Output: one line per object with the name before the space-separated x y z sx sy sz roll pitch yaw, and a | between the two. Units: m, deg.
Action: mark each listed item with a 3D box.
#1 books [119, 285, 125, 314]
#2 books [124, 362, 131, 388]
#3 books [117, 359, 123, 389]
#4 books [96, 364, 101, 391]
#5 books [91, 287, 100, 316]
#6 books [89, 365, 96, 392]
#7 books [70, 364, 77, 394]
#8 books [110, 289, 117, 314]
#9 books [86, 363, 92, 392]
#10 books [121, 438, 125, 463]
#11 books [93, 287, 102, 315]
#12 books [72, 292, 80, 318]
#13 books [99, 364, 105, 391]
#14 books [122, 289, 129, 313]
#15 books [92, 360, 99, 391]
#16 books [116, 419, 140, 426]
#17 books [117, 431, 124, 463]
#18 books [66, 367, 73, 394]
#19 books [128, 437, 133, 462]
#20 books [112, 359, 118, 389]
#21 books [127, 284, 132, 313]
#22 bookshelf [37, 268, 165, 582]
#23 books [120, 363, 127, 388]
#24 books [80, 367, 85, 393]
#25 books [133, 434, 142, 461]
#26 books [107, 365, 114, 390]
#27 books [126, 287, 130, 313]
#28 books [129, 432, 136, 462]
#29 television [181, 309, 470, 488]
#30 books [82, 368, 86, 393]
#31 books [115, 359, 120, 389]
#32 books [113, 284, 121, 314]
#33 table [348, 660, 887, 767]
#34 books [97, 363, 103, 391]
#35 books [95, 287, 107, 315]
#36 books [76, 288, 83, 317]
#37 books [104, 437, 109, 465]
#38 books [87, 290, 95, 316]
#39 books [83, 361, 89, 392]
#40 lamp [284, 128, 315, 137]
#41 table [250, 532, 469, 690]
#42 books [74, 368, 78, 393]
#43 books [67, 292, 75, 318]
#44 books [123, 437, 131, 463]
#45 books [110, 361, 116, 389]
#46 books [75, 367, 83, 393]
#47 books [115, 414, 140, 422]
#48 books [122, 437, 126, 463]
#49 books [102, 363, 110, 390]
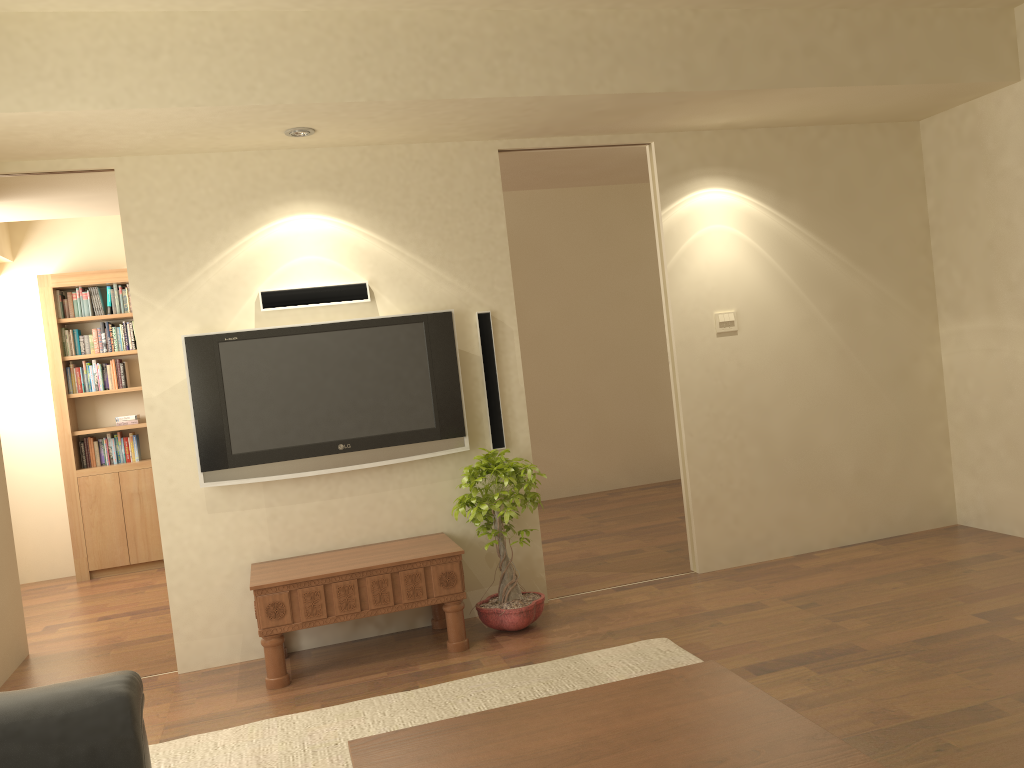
books | -3.196 -0.684 7.287 0.017 0.235 0.157 -7 2 -15
books | -3.174 -0.075 7.314 0.011 0.215 0.127 -7 2 -15
books | -3.213 -0.083 7.290 0.019 0.242 0.152 -7 2 -15
books | -3.363 -0.051 7.240 0.009 0.215 0.168 -7 2 -15
books | -3.387 -0.664 7.238 0.043 0.242 0.148 -7 2 -15
books | -3.407 -0.044 7.233 0.026 0.211 0.156 -7 2 -15
books | -3.545 -0.040 7.195 0.026 0.237 0.156 -7 2 -15
books | -3.254 -0.665 7.271 0.026 0.211 0.156 -7 2 -15
books | -3.436 -0.054 7.234 0.026 0.237 0.139 -7 2 -15
books | -3.212 0.547 7.345 0.011 0.200 0.143 -7 2 -15
books | -3.372 -0.666 7.242 0.043 0.242 0.148 -7 2 -15
books | -3.532 -0.635 7.210 0.036 0.218 0.124 -7 2 -15
books | -3.338 -0.054 7.246 0.013 0.215 0.168 -7 2 -15
books | -3.170 -0.671 7.298 0.032 0.202 0.150 -7 2 -15
books | -3.385 -0.068 7.241 0.026 0.254 0.154 -7 2 -15
books | -3.167 0.317 7.316 0.165 0.036 0.111 -7 2 -15
books | -3.229 0.521 7.339 0.019 0.255 0.145 -7 2 -15
books | -3.567 -0.026 7.183 0.026 0.215 0.167 -7 2 -15
books | -3.154 0.539 7.353 0.011 0.202 0.158 -7 2 -15
books | -3.244 -0.080 7.278 0.016 0.243 0.158 -7 2 -15
books | -3.137 -0.695 7.302 0.016 0.243 0.158 -7 2 -15
bookshelf | -2.219 0.187 7.526 2.945 2.440 0.301 -7 2 -15
books | -3.187 -0.068 7.291 0.026 0.207 0.163 -7 2 -15
books | -3.478 -0.033 7.208 0.010 0.206 0.167 -7 2 -15
books | -3.111 0.528 7.361 0.026 0.215 0.167 -7 2 -15
books | -3.283 -0.055 7.271 0.032 0.202 0.150 -7 2 -15
books | -3.147 -0.680 7.295 0.009 0.215 0.168 -7 2 -15
books | -3.138 0.520 7.359 0.026 0.237 0.156 -7 2 -15
television | -0.939 0.067 4.606 1.377 0.778 0.110 -7 2 -15
books | -3.471 -0.031 7.223 0.011 0.200 0.143 -7 2 -15
books | -3.230 -0.081 7.287 0.015 0.242 0.148 -7 2 -15
books | -3.231 -0.690 7.278 0.026 0.254 0.154 -7 2 -15
table | 0.263 1.094 1.856 1.045 0.482 1.213 -7 2 -15
books | -3.352 -0.057 7.243 0.014 0.224 0.168 -7 2 -15
books | -3.356 -0.668 7.247 0.043 0.242 0.148 -7 2 -15
books | -3.502 -0.650 7.204 0.019 0.242 0.152 -7 2 -15
books | -3.327 0.549 7.300 0.014 0.224 0.168 -7 2 -15
books | -3.423 -0.646 7.217 0.013 0.215 0.168 -7 2 -15
books | -3.459 -0.060 7.225 0.019 0.255 0.145 -7 2 -15
lamp | -1.031 -1.238 4.295 0.143 0.059 0.143 -7 2 -10
table | -0.759 1.111 4.445 1.009 0.493 0.538 -7 2 -15
books | -3.524 -0.025 7.200 0.011 0.202 0.158 -7 2 -15
books | -3.568 -0.631 7.200 0.036 0.218 0.124 -7 2 -15
books | -3.177 0.540 7.345 0.036 0.206 0.162 -7 2 -15
books | -3.260 -0.074 7.274 0.017 0.235 0.157 -7 2 -15
books | -3.501 -0.030 7.204 0.036 0.206 0.162 -7 2 -15
books | -3.164 0.280 7.308 0.165 0.036 0.111 -7 2 -10
books | -3.199 0.543 7.336 0.010 0.206 0.167 -7 2 -15
books | -3.320 -0.058 7.274 0.036 0.218 0.124 -7 2 -15
